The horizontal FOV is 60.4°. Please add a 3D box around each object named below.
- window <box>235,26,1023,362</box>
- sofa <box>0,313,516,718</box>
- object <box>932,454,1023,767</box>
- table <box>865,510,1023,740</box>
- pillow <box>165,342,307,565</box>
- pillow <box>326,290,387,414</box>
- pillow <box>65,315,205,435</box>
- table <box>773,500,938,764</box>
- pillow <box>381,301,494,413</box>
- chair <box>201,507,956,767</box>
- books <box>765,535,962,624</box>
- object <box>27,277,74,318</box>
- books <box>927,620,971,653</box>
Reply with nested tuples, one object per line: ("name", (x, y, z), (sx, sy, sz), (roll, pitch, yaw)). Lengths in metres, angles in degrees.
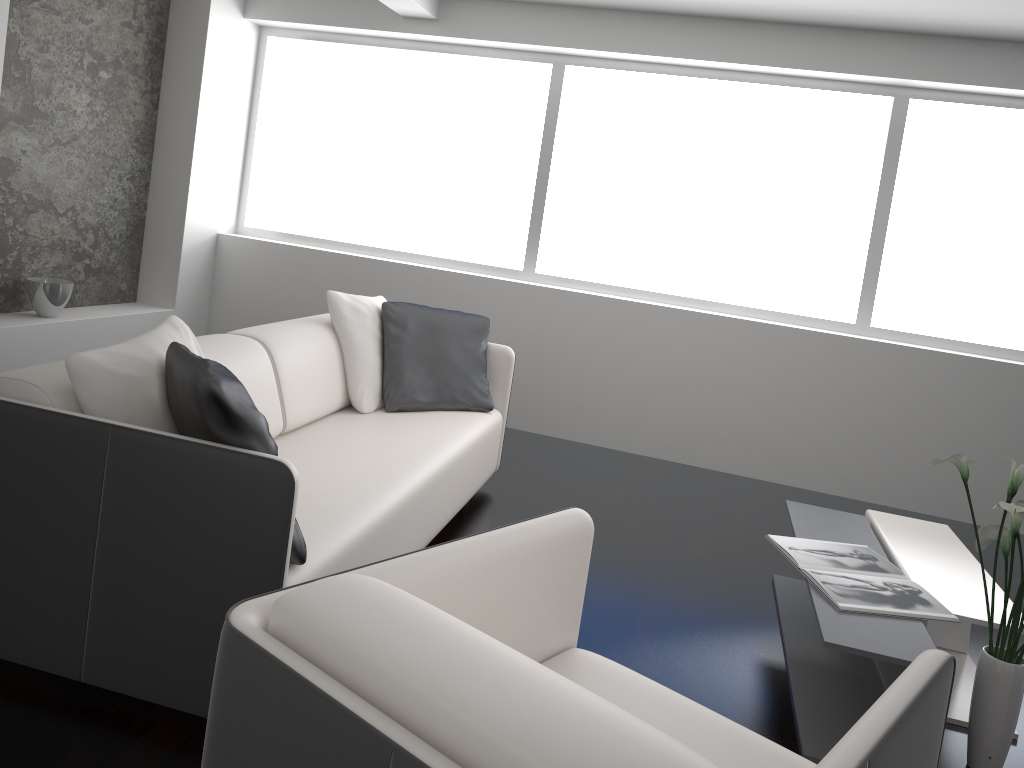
("window", (2.071, -0.960, 4.943), (8.090, 1.420, 0.110), (11, 5, 14))
("sofa", (-0.699, 0.198, 3.083), (0.922, 0.652, 2.263), (10, 10, 11))
("object", (1.360, 0.609, 2.350), (0.446, 0.789, 0.382), (8, 5, -3))
("table", (1.405, 0.744, 2.963), (0.299, 0.310, 0.979), (10, 10, 11))
("pillow", (-0.696, 0.143, 2.188), (0.276, 0.444, 0.575), (5, 9, -32))
("pillow", (-0.603, -0.149, 3.873), (0.300, 0.502, 0.592), (10, 8, 18))
("pillow", (-0.924, 0.103, 2.401), (0.323, 0.494, 0.592), (9, 8, 3))
("table", (1.042, 0.726, 2.784), (0.299, 0.310, 1.271), (10, 10, 12))
("pillow", (-0.331, -0.118, 3.901), (0.549, 0.432, 0.339), (4, 8, -30))
("chair", (0.115, 0.646, 1.336), (0.778, 0.654, 0.919), (14, 10, 38))
("books", (1.045, 0.577, 2.687), (0.357, 0.016, 0.557), (7, 11, -6))
("object", (-2.420, -0.447, 4.602), (0.216, 0.188, 0.217), (9, 8, 8))
("books", (1.445, 0.765, 3.003), (0.228, 0.236, 0.070), (10, 5, 12))
